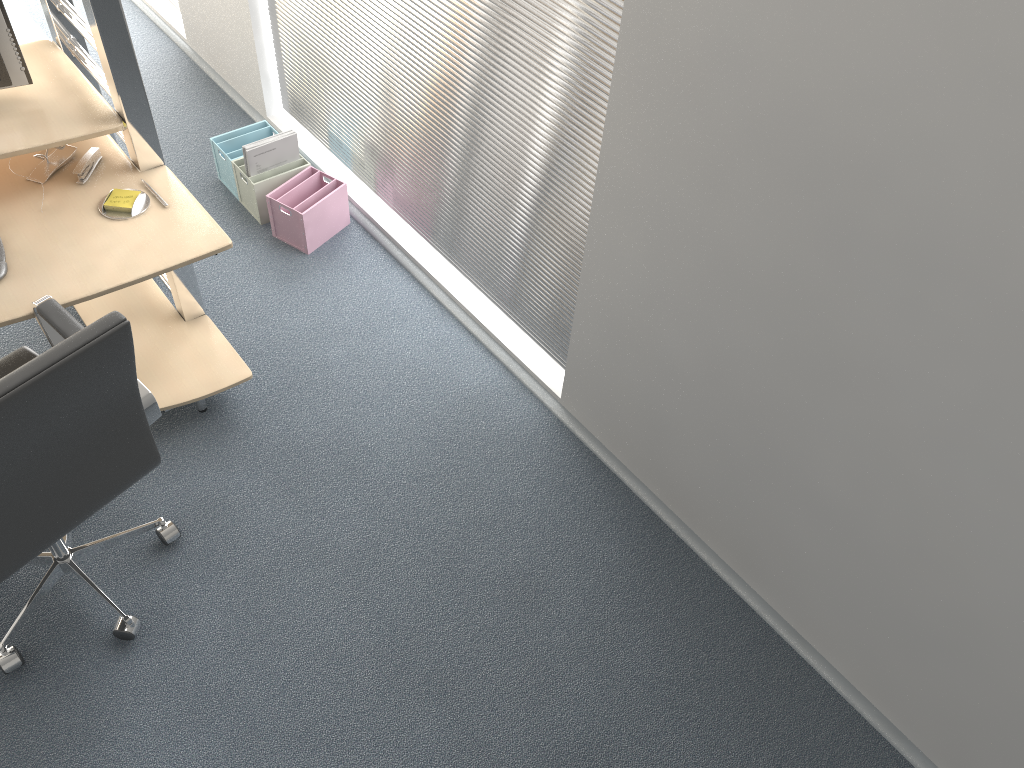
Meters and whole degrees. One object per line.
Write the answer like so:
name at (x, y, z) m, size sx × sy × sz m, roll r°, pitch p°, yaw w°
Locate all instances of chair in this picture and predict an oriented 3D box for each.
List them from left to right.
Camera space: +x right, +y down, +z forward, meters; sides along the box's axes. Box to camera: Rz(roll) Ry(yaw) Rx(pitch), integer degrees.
chair at (-1.166, 0.199, 2.067) m, size 0.652 × 1.048 × 0.584 m, roll 32°, pitch 54°, yaw 22°

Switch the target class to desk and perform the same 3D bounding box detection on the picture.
desk at (-1.599, -0.381, 2.196) m, size 1.469 × 1.566 × 0.967 m, roll -29°, pitch 57°, yaw -27°

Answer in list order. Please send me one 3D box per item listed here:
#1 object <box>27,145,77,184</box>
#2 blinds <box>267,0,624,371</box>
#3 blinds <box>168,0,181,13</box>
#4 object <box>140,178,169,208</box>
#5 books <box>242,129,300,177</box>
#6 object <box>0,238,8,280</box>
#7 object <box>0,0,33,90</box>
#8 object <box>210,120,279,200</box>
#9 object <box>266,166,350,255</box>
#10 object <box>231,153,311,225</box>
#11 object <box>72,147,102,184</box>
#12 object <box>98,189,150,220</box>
object at (-1.285, -0.633, 2.465) m, size 0.054 × 0.064 × 0.159 m, roll 16°, pitch 49°, yaw 10°
blinds at (-0.310, -1.535, 2.393) m, size 0.022 × 2.770 × 1.950 m, roll -29°, pitch 57°, yaw -27°
blinds at (-2.051, -3.254, 3.758) m, size 0.037 × 2.749 × 1.950 m, roll -29°, pitch 57°, yaw -27°
object at (-0.983, -0.527, 2.432) m, size 0.011 × 0.011 × 0.158 m, roll -32°, pitch 58°, yaw -28°
books at (-0.934, -0.834, 3.475) m, size 0.220 × 0.306 × 0.068 m, roll -29°, pitch 57°, yaw -26°
object at (-1.636, -0.436, 2.322) m, size 0.478 × 0.082 × 0.814 m, roll -22°, pitch 54°, yaw -22°
object at (-1.538, -0.894, 2.228) m, size 0.516 × 0.418 × 0.245 m, roll -10°, pitch 50°, yaw -13°
object at (-1.062, -0.910, 3.626) m, size 0.245 × 0.202 × 0.185 m, roll -29°, pitch 57°, yaw -26°
object at (-0.786, -0.670, 3.437) m, size 0.185 × 0.202 × 0.245 m, roll 28°, pitch 53°, yaw 19°
object at (-0.947, -0.797, 3.535) m, size 0.245 × 0.202 × 0.185 m, roll -29°, pitch 57°, yaw -26°
object at (-1.182, -0.611, 2.470) m, size 0.022 × 0.042 × 0.134 m, roll 5°, pitch 49°, yaw 0°
object at (-1.046, -0.494, 2.388) m, size 0.132 × 0.026 × 0.132 m, roll -29°, pitch 57°, yaw -26°
